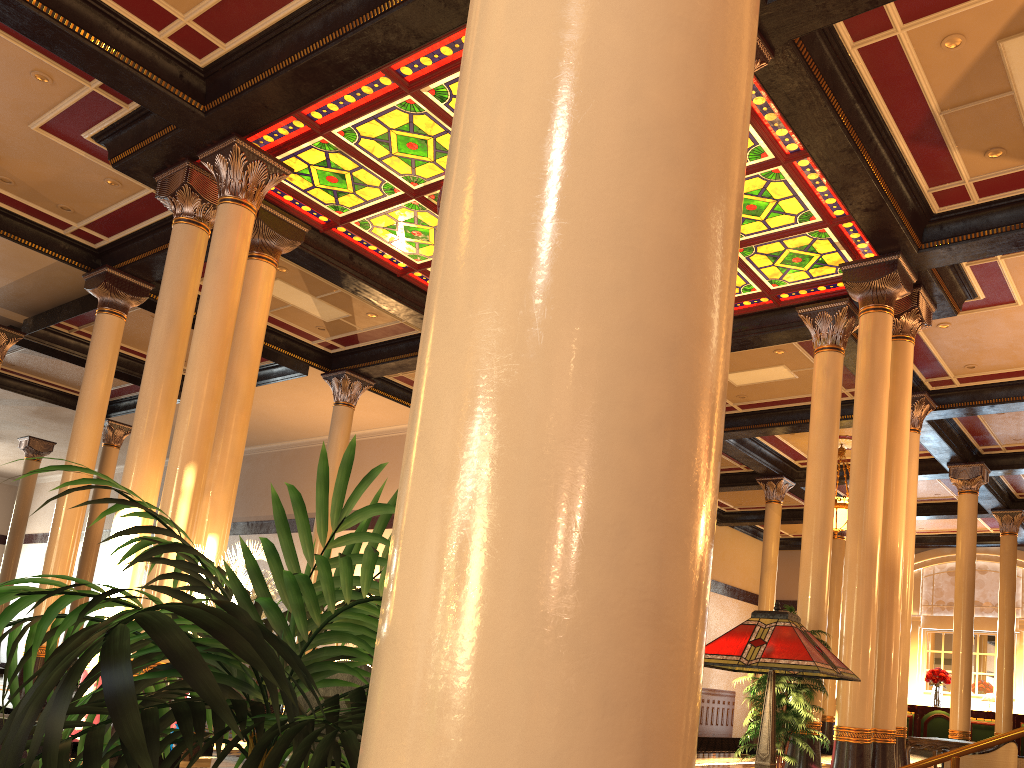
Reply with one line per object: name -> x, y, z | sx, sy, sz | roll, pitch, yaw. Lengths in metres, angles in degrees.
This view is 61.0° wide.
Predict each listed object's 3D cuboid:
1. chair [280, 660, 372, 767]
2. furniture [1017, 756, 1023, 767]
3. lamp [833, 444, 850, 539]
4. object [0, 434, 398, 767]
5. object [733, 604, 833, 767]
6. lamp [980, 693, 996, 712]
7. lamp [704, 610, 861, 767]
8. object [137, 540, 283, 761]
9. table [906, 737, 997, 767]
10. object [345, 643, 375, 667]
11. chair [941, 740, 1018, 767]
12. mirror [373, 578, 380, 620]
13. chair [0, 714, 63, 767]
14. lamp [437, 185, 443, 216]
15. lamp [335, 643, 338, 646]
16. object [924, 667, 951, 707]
chair -> -0.666, 1.714, 3.646 | 0.781, 1.068, 0.726 | 15, -16, -35
furniture -> 7.963, 5.744, 12.839 | 0.781, 0.919, 2.312 | -5, -20, 38
lamp -> 6.317, 2.080, 16.805 | 1.148, 1.854, 1.269 | -2, -15, 33
object -> -0.422, 0.787, 1.352 | 1.027, 1.396, 1.127 | 11, -14, -21
object -> 2.901, 3.458, 9.356 | 1.002, 2.092, 1.148 | 0, -13, 28
lamp -> 11.620, 7.749, 21.151 | 0.427, 0.431, 0.433 | 7, -14, -5
lamp -> 0.588, 0.731, 1.983 | 0.308, 0.408, 0.340 | -3, -16, 35
object -> -2.863, 2.662, 8.820 | 1.988, 2.196, 1.931 | -1, -15, 27
table -> 6.698, 5.771, 13.085 | 1.071, 0.752, 1.744 | -7, -21, 38
object -> -2.864, 5.569, 17.229 | 1.083, 2.092, 1.063 | 7, -12, -2
chair -> 6.264, 5.157, 11.545 | 1.003, 0.888, 0.757 | 15, -16, -30
mirror -> -2.451, 4.568, 18.089 | 1.340, 1.510, 0.213 | -5, -15, 38
chair -> -1.178, 1.170, 1.921 | 0.674, 0.894, 0.674 | 4, -13, 9
lamp -> 0.629, -1.528, 9.723 | 2.898, 0.586, 3.204 | -8, -23, 35
lamp -> -3.660, 5.770, 17.839 | 0.582, 1.957, 0.596 | 6, -11, 0
object -> 5.553, 0.915, 8.574 | 0.651, 4.174, 31.787 | 2, -18, 22
